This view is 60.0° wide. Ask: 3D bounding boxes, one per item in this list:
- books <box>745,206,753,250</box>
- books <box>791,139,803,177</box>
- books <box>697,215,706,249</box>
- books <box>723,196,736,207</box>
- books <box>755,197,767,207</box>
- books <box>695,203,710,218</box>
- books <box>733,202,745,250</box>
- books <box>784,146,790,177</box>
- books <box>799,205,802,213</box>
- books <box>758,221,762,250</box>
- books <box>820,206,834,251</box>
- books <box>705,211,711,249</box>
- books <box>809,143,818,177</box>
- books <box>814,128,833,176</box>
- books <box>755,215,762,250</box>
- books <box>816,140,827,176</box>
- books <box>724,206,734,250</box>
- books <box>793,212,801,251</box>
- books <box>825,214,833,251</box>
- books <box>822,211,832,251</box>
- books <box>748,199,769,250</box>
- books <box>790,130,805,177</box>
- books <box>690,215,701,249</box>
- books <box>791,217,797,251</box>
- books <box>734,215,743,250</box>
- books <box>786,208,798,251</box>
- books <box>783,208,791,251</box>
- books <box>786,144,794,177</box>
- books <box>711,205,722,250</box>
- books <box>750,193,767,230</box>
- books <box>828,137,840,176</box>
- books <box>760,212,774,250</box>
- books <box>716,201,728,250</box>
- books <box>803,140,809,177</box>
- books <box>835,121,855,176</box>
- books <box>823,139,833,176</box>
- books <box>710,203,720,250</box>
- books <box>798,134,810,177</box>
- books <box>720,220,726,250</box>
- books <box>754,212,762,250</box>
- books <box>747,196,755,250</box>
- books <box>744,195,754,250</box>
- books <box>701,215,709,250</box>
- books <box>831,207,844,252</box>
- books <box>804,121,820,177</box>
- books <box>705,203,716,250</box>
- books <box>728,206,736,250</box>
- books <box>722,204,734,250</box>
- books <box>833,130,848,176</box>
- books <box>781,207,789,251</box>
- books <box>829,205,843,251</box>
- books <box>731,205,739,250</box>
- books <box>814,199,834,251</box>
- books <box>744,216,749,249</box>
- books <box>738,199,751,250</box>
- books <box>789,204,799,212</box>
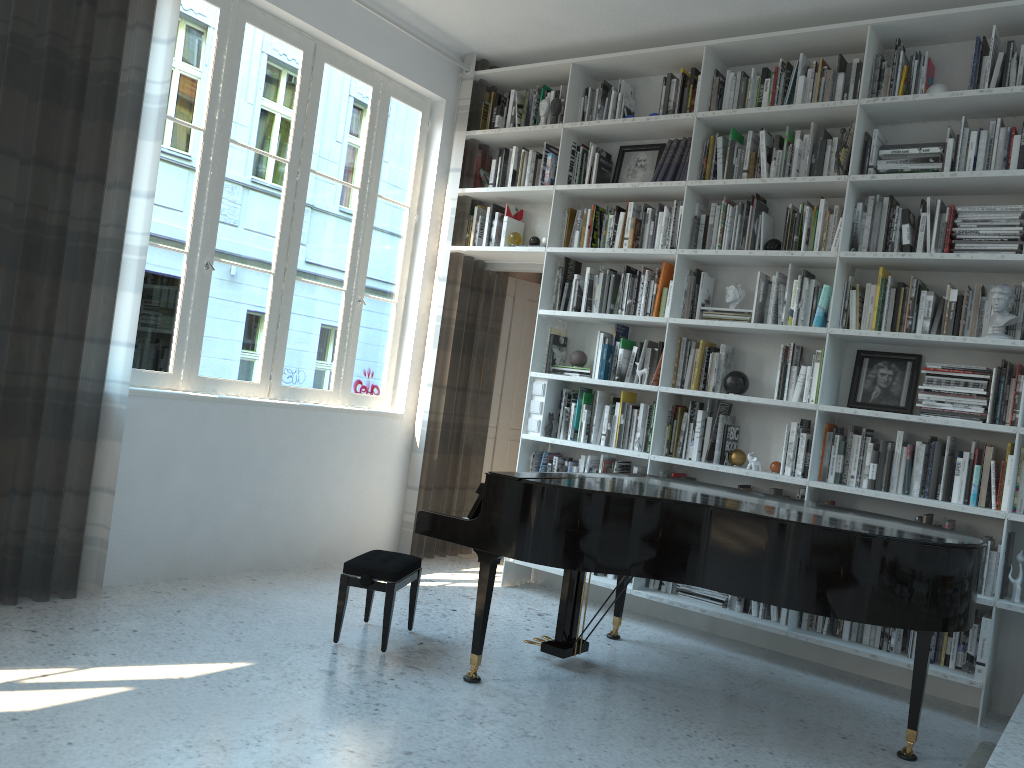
[{"bbox_3d":[1.278,-0.796,4.697,0.010,0.262,0.158,8,0,35],"label":"books"},{"bbox_3d":[1.488,-1.121,4.565,0.021,0.226,0.191,8,0,35],"label":"books"},{"bbox_3d":[1.065,-0.803,4.873,0.029,0.225,0.136,8,0,35],"label":"books"},{"bbox_3d":[1.159,-0.838,4.796,0.011,0.317,0.154,8,0,35],"label":"books"},{"bbox_3d":[1.300,-0.815,4.694,0.005,0.305,0.162,8,0,35],"label":"books"},{"bbox_3d":[1.036,-0.838,4.887,0.012,0.285,0.159,8,0,35],"label":"books"},{"bbox_3d":[1.229,-0.811,4.728,0.011,0.279,0.169,8,0,35],"label":"books"},{"bbox_3d":[1.462,-1.117,4.630,0.024,0.212,0.128,8,0,35],"label":"books"},{"bbox_3d":[1.492,-0.772,4.561,0.009,0.267,0.149,8,0,35],"label":"books"},{"bbox_3d":[1.328,-0.763,4.674,0.004,0.209,0.132,8,0,35],"label":"books"},{"bbox_3d":[1.593,-0.754,4.475,0.010,0.257,0.140,8,0,35],"label":"books"},{"bbox_3d":[1.094,-0.808,4.835,0.012,0.240,0.134,8,0,35],"label":"books"},{"bbox_3d":[1.563,-1.105,4.543,0.024,0.213,0.150,8,0,35],"label":"books"},{"bbox_3d":[1.588,-1.141,4.531,0.022,0.290,0.146,8,0,35],"label":"books"},{"bbox_3d":[1.323,-0.768,4.680,0.012,0.218,0.151,8,0,35],"label":"books"},{"bbox_3d":[1.592,-1.104,4.500,0.030,0.218,0.182,8,0,35],"label":"books"},{"bbox_3d":[1.186,-0.802,4.741,0.012,0.251,0.184,8,0,35],"label":"books"},{"bbox_3d":[1.476,-0.749,4.531,0.006,0.216,0.181,8,0,35],"label":"books"},{"bbox_3d":[1.615,-0.730,4.462,0.024,0.216,0.142,8,0,35],"label":"books"},{"bbox_3d":[1.602,-0.739,4.472,0.011,0.229,0.166,8,0,35],"label":"books"},{"bbox_3d":[1.296,-0.806,4.670,0.011,0.287,0.189,8,0,35],"label":"books"},{"bbox_3d":[1.487,-1.151,4.598,0.026,0.286,0.137,8,0,35],"label":"books"},{"bbox_3d":[1.032,-0.799,4.865,0.015,0.208,0.186,8,0,35],"label":"books"},{"bbox_3d":[1.474,-0.741,4.560,0.011,0.200,0.162,8,0,35],"label":"books"},{"bbox_3d":[1.229,-0.776,4.716,0.011,0.209,0.181,8,0,35],"label":"books"},{"bbox_3d":[1.449,-0.763,4.552,0.005,0.236,0.178,8,0,35],"label":"books"},{"bbox_3d":[1.440,-0.766,4.570,0.005,0.240,0.174,8,0,35],"label":"books"},{"bbox_3d":[1.460,-1.116,4.598,0.010,0.208,0.173,8,0,35],"label":"books"},{"bbox_3d":[1.134,-0.814,4.796,0.024,0.262,0.177,8,0,35],"label":"books"},{"bbox_3d":[1.298,-0.828,4.698,0.005,0.331,0.161,8,0,35],"label":"books"},{"bbox_3d":[1.644,-1.107,4.487,0.024,0.237,0.153,8,0,35],"label":"books"},{"bbox_3d":[1.339,-0.773,4.659,0.031,0.232,0.148,8,0,35],"label":"books"},{"bbox_3d":[1.153,-0.823,4.773,0.010,0.283,0.184,8,0,35],"label":"books"},{"bbox_3d":[1.534,-1.118,4.551,0.013,0.231,0.142,8,0,35],"label":"books"},{"bbox_3d":[1.681,-1.135,4.440,0.058,0.302,0.175,8,0,35],"label":"books"},{"bbox_3d":[1.615,-1.103,4.488,0.022,0.222,0.161,8,0,35],"label":"books"},{"bbox_3d":[1.120,-0.823,4.805,0.012,0.276,0.157,8,0,35],"label":"books"},{"bbox_3d":[1.521,-1.134,4.566,0.028,0.261,0.135,8,0,35],"label":"books"},{"bbox_3d":[1.172,-0.771,4.776,0.029,0.187,0.149,8,0,35],"label":"books"},{"bbox_3d":[1.320,-0.778,4.692,0.009,0.237,0.135,8,0,35],"label":"books"},{"bbox_3d":[1.295,-0.821,4.703,0.005,0.316,0.157,8,0,35],"label":"books"},{"bbox_3d":[1.280,-0.825,4.707,0.004,0.321,0.153,8,0,35],"label":"books"},{"bbox_3d":[1.086,-0.798,4.856,0.024,0.219,0.140,8,0,35],"label":"books"},{"bbox_3d":[1.652,-0.737,4.398,0.064,0.237,0.209,8,0,35],"label":"books"},{"bbox_3d":[1.543,-1.158,4.536,0.011,0.313,0.183,8,0,35],"label":"books"},{"bbox_3d":[1.108,-0.826,4.819,0.025,0.279,0.151,8,0,35],"label":"books"},{"bbox_3d":[1.209,-0.804,4.754,0.010,0.261,0.169,8,0,35],"label":"books"},{"bbox_3d":[1.177,-0.809,4.745,0.009,0.263,0.189,8,0,35],"label":"books"},{"bbox_3d":[1.666,-1.118,4.449,0.055,0.264,0.167,8,0,35],"label":"books"},{"bbox_3d":[1.435,-0.773,4.599,0.005,0.254,0.161,8,0,35],"label":"books"},{"bbox_3d":[1.631,-0.749,4.441,0.022,0.257,0.155,8,0,35],"label":"books"},{"bbox_3d":[1.216,-0.803,4.728,0.009,0.261,0.180,8,0,35],"label":"books"},{"bbox_3d":[1.578,-0.770,4.479,0.022,0.284,0.190,8,0,35],"label":"books"},{"bbox_3d":[1.274,-0.774,4.721,0.012,0.217,0.133,8,0,35],"label":"books"},{"bbox_3d":[1.255,-0.814,4.707,0.011,0.291,0.176,8,0,35],"label":"books"},{"bbox_3d":[1.448,-0.782,4.600,0.012,0.276,0.129,8,0,35],"label":"books"}]
